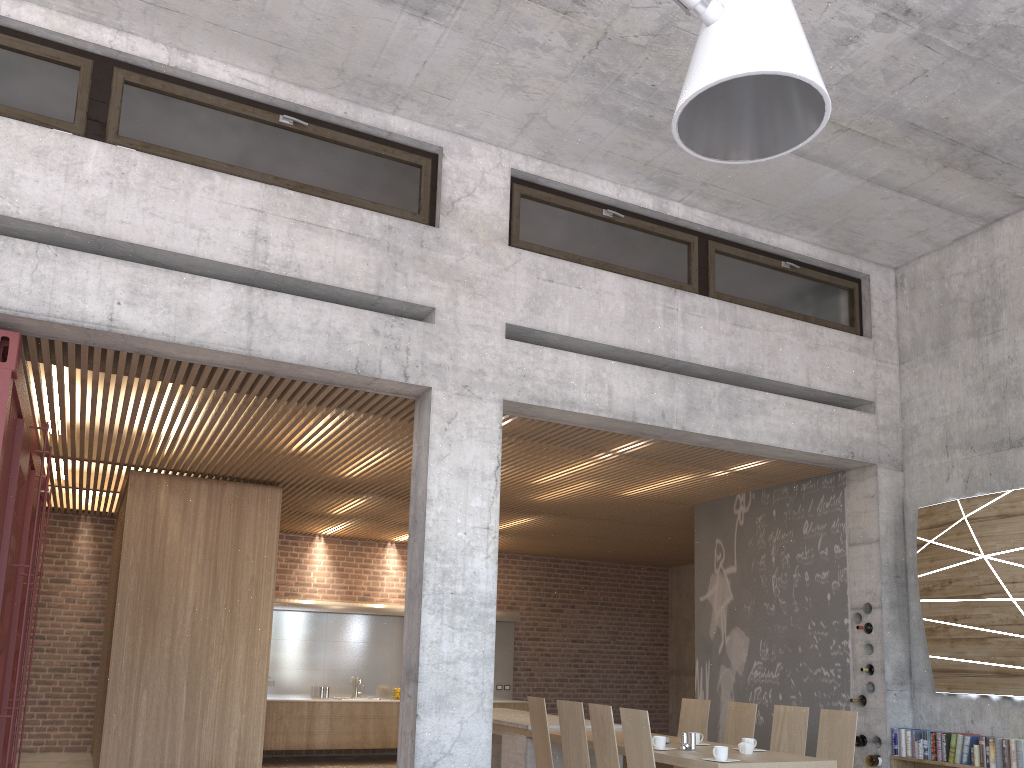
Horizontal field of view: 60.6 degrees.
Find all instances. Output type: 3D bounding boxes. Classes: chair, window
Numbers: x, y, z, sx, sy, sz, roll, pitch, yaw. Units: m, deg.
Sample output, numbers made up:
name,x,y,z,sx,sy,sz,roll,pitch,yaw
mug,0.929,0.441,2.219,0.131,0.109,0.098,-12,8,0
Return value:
name,x,y,z,sx,sy,sz,roll,pitch,yaw
chair,0.724,3.022,6.674,0.728,1.160,0.355,8,-12,-28
chair,1.594,3.180,7.091,0.727,1.160,0.356,8,-12,-26
chair,1.890,3.059,6.677,0.729,1.160,0.355,9,-12,-30
chair,1.317,3.306,7.515,0.729,1.160,0.355,9,-13,-31
window,-0.616,-1.347,6.118,8.504,0.592,0.115,10,-13,-25
chair,1.100,2.739,5.741,0.726,1.160,0.356,7,-11,-22
chair,0.507,3.158,7.126,0.726,1.160,0.357,6,-11,-21
chair,0.933,2.884,6.217,0.726,1.160,0.357,6,-11,-21
chair,2.069,2.916,6.206,0.727,1.160,0.356,8,-12,-26

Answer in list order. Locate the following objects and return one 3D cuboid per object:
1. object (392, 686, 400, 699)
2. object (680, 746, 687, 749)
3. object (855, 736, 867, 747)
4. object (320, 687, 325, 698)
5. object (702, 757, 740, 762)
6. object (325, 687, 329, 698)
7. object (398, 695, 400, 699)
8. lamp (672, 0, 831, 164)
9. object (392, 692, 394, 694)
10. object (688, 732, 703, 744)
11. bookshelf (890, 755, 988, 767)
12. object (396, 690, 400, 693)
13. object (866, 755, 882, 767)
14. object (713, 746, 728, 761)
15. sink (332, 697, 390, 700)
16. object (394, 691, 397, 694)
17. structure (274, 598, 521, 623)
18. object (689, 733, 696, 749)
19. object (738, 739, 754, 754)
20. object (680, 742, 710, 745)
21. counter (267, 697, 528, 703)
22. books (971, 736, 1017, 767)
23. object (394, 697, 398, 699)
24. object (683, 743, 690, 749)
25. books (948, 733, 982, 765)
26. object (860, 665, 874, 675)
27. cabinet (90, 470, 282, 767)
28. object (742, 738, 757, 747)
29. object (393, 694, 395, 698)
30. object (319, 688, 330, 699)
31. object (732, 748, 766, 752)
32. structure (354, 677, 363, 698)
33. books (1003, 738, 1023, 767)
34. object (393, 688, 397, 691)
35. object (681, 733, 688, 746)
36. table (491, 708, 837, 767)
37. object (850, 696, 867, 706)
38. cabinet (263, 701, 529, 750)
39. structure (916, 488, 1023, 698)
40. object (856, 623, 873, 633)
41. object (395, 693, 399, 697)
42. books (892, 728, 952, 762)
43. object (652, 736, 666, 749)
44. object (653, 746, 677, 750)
name,x,y,z,sx,sy,sz,roll,pitch,yaw
object,-1.628,4.492,12.755,0.191,0.169,0.212,8,-16,-25
object,1.226,2.604,6.278,0.051,0.019,0.051,17,-22,-41
object,3.080,3.065,7.525,0.338,0.088,0.092,10,-16,-25
object,-2.684,4.358,12.390,0.060,0.155,0.061,4,-11,-10
object,1.342,2.416,5.630,0.188,0.013,0.188,16,-22,-37
object,-2.621,4.370,12.420,0.060,0.155,0.061,4,-11,-10
object,-1.622,4.527,12.679,0.051,0.051,0.065,-2,-15,17
lamp,-0.298,0.308,1.786,2.666,3.326,0.766,12,-14,-38
object,-1.716,4.502,12.784,0.053,0.050,0.064,7,-16,-21
object,1.412,2.741,6.774,0.094,0.085,0.119,-9,-18,37
bookshelf,4.407,2.754,4.853,0.305,0.777,5.461,7,-18,-25
object,-1.648,4.455,12.694,0.061,0.050,0.055,-4,-15,22
object,3.112,3.147,7.330,0.340,0.092,0.097,10,-16,-25
object,1.339,2.372,5.624,0.093,0.085,0.120,-3,-16,17
sink,-2.148,4.587,12.512,0.735,0.186,0.536,10,-19,-25
object,-1.682,4.489,12.732,0.062,0.052,0.053,7,-15,-18
structure,-1.738,3.414,13.195,4.110,0.152,0.213,10,-17,-25
object,1.300,2.572,6.319,0.052,0.108,0.054,-2,-12,19
object,1.640,2.542,6.147,0.124,0.108,0.091,11,-16,-34
object,1.409,2.775,6.759,0.186,0.013,0.191,6,-18,-12
counter,-1.679,4.610,12.784,4.110,0.019,0.670,10,-19,-25
books,3.595,2.740,6.525,0.211,0.214,0.285,9,-16,-26
object,-1.672,4.534,12.709,0.064,0.061,0.076,-6,-16,29
object,1.251,2.592,6.279,0.051,0.044,0.052,4,-14,-7
books,3.495,2.806,6.749,0.191,0.221,0.204,8,-15,-25
object,3.114,2.445,7.495,0.349,0.091,0.096,10,-16,-25
cabinet,-3.936,2.949,10.337,1.528,3.033,3.850,7,-15,-25
object,1.729,2.635,6.408,0.094,0.085,0.120,-6,-17,27
object,-1.708,4.542,12.758,0.060,0.055,0.053,-1,-14,11
object,-2.652,4.346,12.408,0.145,0.204,0.054,8,-12,-26
object,1.728,2.669,6.393,0.186,0.013,0.190,9,-19,-21
structure,-2.210,4.495,12.738,0.116,0.462,0.253,7,-12,-25
books,3.668,2.677,6.322,0.191,0.214,0.159,8,-14,-25
object,-1.696,4.449,12.754,0.054,0.050,0.064,11,-17,-32
object,1.248,2.581,6.346,0.052,0.106,0.054,-2,-12,19
table,0.573,3.541,7.892,1.019,0.893,5.323,8,-18,-24
object,3.031,2.715,7.518,0.340,0.092,0.097,10,-16,-25
cabinet,-1.761,4.312,13.032,4.148,2.014,1.100,10,-14,-25
structure,4.140,1.318,5.725,0.361,1.485,3.501,6,-17,-25
object,3.091,2.100,7.536,0.338,0.088,0.092,10,-16,-25
object,-1.655,4.492,12.661,0.061,0.052,0.054,5,-14,-13
books,3.326,2.901,7.058,0.216,0.213,0.502,8,-17,-24
object,1.056,2.572,6.287,0.093,0.085,0.120,-3,-16,17
object,1.058,2.617,6.293,0.188,0.013,0.188,16,-22,-37
